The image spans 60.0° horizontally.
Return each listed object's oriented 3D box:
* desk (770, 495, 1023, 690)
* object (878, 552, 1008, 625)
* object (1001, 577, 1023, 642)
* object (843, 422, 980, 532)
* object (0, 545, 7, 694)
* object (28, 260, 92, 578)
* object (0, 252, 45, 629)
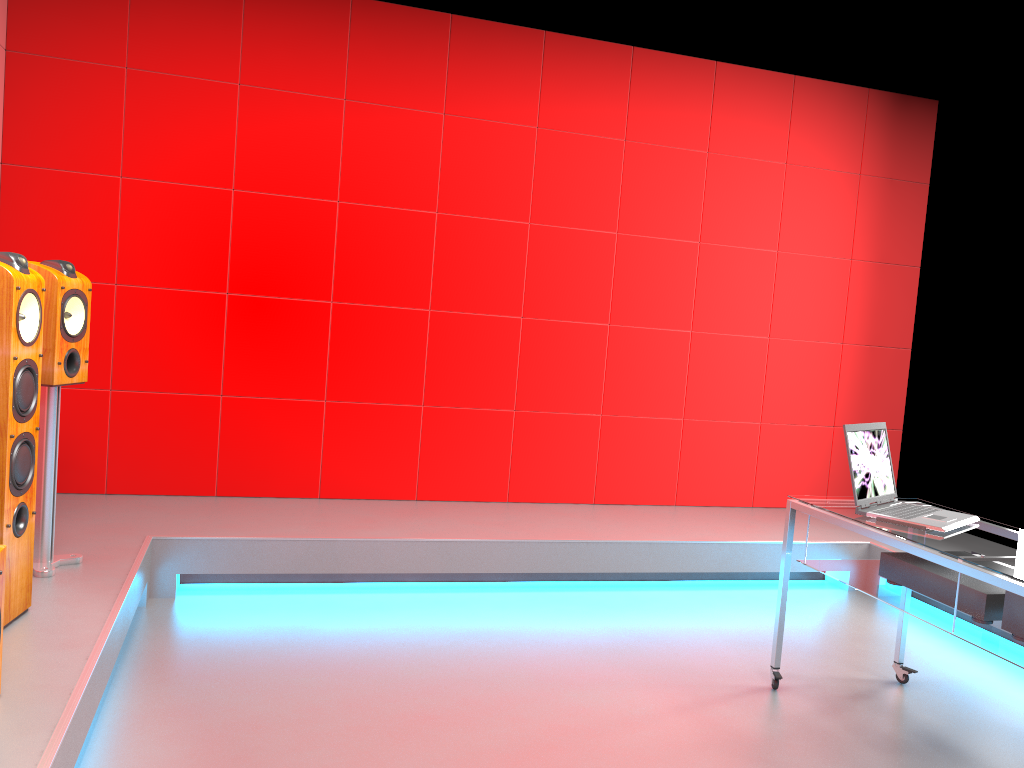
[{"bbox_3d":[1.426,0.819,2.454,0.594,0.690,1.617,3,4,-16],"label":"desk"},{"bbox_3d":[1.425,0.619,2.718,0.365,0.092,0.435,3,4,-16],"label":"object"},{"bbox_3d":[1.567,0.630,2.245,0.371,0.158,0.431,3,4,-16],"label":"object"},{"bbox_3d":[1.293,0.290,2.868,0.340,0.285,0.342,8,5,44],"label":"object"},{"bbox_3d":[-1.302,0.558,1.856,0.360,0.360,0.360,3,4,-16],"label":"object"},{"bbox_3d":[-1.623,0.102,3.033,0.265,1.058,0.231,5,4,4],"label":"object"},{"bbox_3d":[-1.494,0.151,2.501,0.238,1.052,0.203,4,4,-6],"label":"object"}]
